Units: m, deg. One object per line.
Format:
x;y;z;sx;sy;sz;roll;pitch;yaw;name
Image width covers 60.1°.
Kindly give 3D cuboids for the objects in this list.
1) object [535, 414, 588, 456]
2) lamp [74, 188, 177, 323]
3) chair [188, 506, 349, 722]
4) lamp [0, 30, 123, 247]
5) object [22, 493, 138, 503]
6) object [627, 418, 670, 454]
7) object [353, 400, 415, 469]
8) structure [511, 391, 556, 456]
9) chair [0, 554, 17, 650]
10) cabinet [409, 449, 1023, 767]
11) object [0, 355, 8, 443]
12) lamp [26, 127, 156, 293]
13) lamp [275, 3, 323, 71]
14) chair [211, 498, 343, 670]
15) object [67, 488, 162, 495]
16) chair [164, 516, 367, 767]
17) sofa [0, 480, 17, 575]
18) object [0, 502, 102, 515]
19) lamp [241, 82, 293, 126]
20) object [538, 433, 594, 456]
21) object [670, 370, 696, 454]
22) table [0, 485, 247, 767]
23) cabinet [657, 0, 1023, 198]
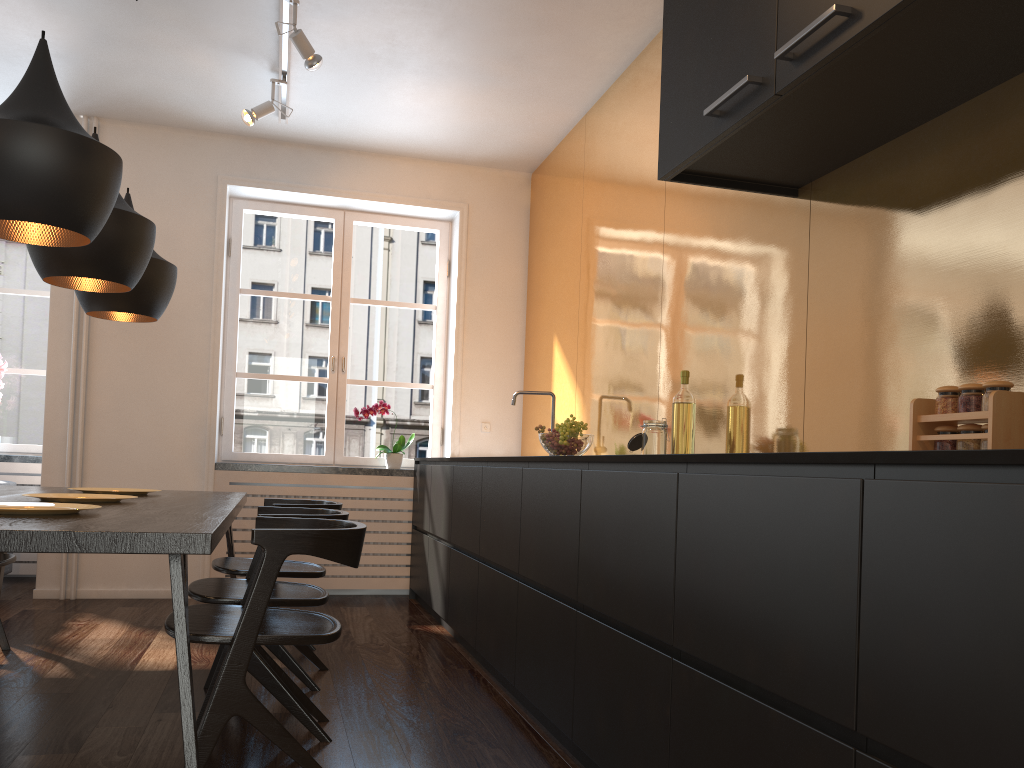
0.202;0.205;3.445;0.178;0.172;0.240;4;-4;-30;object
-1.609;-0.547;3.680;0.410;0.540;0.412;1;-3;18;lamp
-0.835;0.767;3.022;0.520;0.669;0.594;3;-3;-17;chair
-1.248;-0.663;2.331;0.411;0.540;0.412;0;-3;32;lamp
-1.464;0.388;3.005;0.357;0.016;0.356;6;-7;-34;object
0.491;0.198;3.140;0.088;0.151;0.177;4;-4;-38;object
-0.817;0.320;5.625;0.407;0.436;0.229;5;-3;-39;object
0.123;0.227;4.690;0.266;0.384;0.109;2;-2;1;structure
-2.223;0.752;3.408;0.520;0.669;0.594;3;-3;-16;chair
0.370;0.729;3.233;0.733;0.896;5.080;3;-5;-15;cabinet
-3.380;0.108;5.695;0.201;0.689;0.297;3;-2;-36;object
-1.428;-0.605;3.006;0.412;0.540;0.411;4;-4;-39;lamp
-0.885;-1.465;3.705;0.085;0.238;0.252;1;-3;26;lamp
-0.992;0.828;3.716;0.520;0.669;0.594;3;-3;-19;chair
-1.637;0.444;3.650;0.356;0.016;0.357;3;-6;-11;object
-0.678;0.717;2.434;0.520;0.669;0.594;3;-3;-15;chair
-4.260;0.738;4.066;3.070;0.670;2.046;4;-5;-15;sofa
-1.291;0.333;2.360;0.356;0.016;0.357;3;-6;-11;object
-1.236;-1.404;4.465;0.251;0.239;0.085;4;-2;-28;lamp
0.211;0.245;3.459;0.218;0.096;0.219;-1;-6;32;object
0.631;0.120;3.249;0.092;0.338;0.092;1;-2;42;object
-1.509;0.732;2.972;1.107;0.677;2.508;3;-5;-15;table
0.931;-1.206;1.800;0.532;1.046;1.961;3;-5;-15;cabinet
